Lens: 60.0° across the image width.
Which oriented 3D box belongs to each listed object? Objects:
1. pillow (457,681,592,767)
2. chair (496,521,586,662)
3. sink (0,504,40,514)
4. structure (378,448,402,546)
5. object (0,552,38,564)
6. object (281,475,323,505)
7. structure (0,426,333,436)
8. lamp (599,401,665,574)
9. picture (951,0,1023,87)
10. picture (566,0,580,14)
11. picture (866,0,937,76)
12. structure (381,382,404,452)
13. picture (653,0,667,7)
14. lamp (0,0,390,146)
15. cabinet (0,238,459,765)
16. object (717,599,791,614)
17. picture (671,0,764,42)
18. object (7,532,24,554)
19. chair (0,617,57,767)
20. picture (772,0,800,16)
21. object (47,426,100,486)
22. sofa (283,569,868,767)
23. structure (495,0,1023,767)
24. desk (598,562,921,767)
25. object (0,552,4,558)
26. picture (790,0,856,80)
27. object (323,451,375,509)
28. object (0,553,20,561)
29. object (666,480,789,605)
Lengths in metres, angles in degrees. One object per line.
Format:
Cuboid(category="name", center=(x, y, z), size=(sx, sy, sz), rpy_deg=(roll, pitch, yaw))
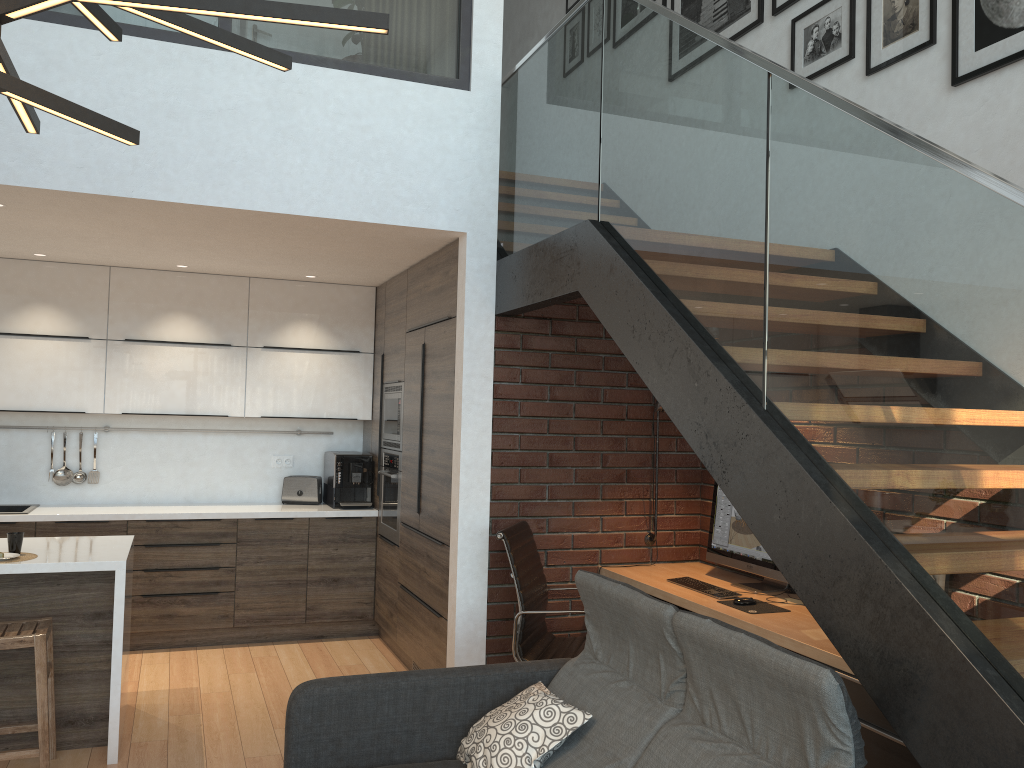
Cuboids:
Cuboid(category="pillow", center=(0.389, 1.024, 1.687), size=(0.386, 0.364, 2.734), rpy_deg=(2, -2, -17))
Cuboid(category="chair", center=(0.268, 1.166, 4.106), size=(0.700, 0.991, 0.651), rpy_deg=(1, -2, 14))
Cuboid(category="sink", center=(-3.293, 0.732, 5.380), size=(0.706, 0.518, 0.512), rpy_deg=(2, -2, -21))
Cuboid(category="structure", center=(-0.587, 0.718, 5.749), size=(0.495, 0.570, 0.595), rpy_deg=(2, -2, -21))
Cuboid(category="object", center=(-2.174, 0.734, 3.744), size=(0.304, 0.002, 0.304), rpy_deg=(1, -2, 11))
Cuboid(category="object", center=(-1.478, 0.747, 6.254), size=(0.260, 0.195, 0.177), rpy_deg=(2, -2, 0))
Cuboid(category="structure", center=(-2.702, 0.300, 5.910), size=(3.000, 0.045, 0.050), rpy_deg=(2, -2, -21))
Cuboid(category="lamp", center=(0.949, 0.685, 4.248), size=(0.462, 2.003, 1.054), rpy_deg=(3, -3, -37))
Cuboid(category="picture", center=(1.962, -1.411, 2.467), size=(0.028, 1.678, 1.785), rpy_deg=(2, -2, -21))
Cuboid(category="picture", center=(0.480, -3.003, 6.560), size=(0.025, 0.410, 0.333), rpy_deg=(2, -2, -21))
Cuboid(category="picture", center=(1.557, -1.512, 3.554), size=(0.022, 0.440, 0.358), rpy_deg=(2, -2, -21))
Cuboid(category="structure", center=(-0.557, 0.219, 5.774), size=(0.459, 0.430, 0.595), rpy_deg=(2, -2, -21))
Cuboid(category="picture", center=(0.817, -2.738, 5.633), size=(0.025, 0.990, 0.654), rpy_deg=(2, -2, -21))
Cuboid(category="lamp", center=(-0.749, -2.276, 1.424), size=(1.200, 3.645, 0.831), rpy_deg=(2, -2, -11))
Cuboid(category="cabinet", center=(-2.270, 0.421, 4.819), size=(3.495, 2.401, 2.401), rpy_deg=(2, -2, -21))
Cuboid(category="object", center=(0.993, 0.916, 3.655), size=(0.200, 0.002, 0.250), rpy_deg=(2, -2, -21))
Cuboid(category="picture", center=(1.102, -2.280, 4.828), size=(0.025, 0.990, 0.871), rpy_deg=(2, -2, -21))
Cuboid(category="object", center=(-2.145, 0.690, 3.827), size=(0.066, 0.093, 0.066), rpy_deg=(0, -3, 42))
Cuboid(category="chair", center=(-2.075, 1.281, 3.553), size=(0.450, 0.600, 0.350), rpy_deg=(2, -2, -23))
Cuboid(category="picture", center=(1.459, -2.130, 3.870), size=(0.025, 0.654, 0.990), rpy_deg=(2, -2, -21))
Cuboid(category="object", center=(-2.882, 0.474, 5.829), size=(0.320, 0.389, 0.069), rpy_deg=(2, -2, -20))
Cuboid(category="sofa", center=(-0.138, 1.057, 1.372), size=(2.108, 0.995, 3.169), rpy_deg=(2, -2, -20))
Cuboid(category="structure", center=(0.988, 0.155, 3.317), size=(1.289, 3.460, 5.660), rpy_deg=(2, -2, -21))
Cuboid(category="desk", center=(1.093, 1.293, 3.619), size=(0.610, 0.750, 2.182), rpy_deg=(2, -2, -21))
Cuboid(category="object", center=(-2.412, 0.700, 3.617), size=(0.597, 0.039, 0.064), rpy_deg=(3, -2, -24))
Cuboid(category="picture", center=(1.395, -1.555, 3.987), size=(0.025, 0.333, 0.410), rpy_deg=(2, -2, -21))
Cuboid(category="object", center=(-1.144, 0.665, 6.223), size=(0.274, 0.378, 0.532), rpy_deg=(2, -2, -21))
Cuboid(category="object", center=(-2.156, 0.725, 3.705), size=(0.176, 0.014, 0.176), rpy_deg=(2, -2, -16))
Cuboid(category="object", center=(1.031, 0.664, 4.016), size=(0.431, 0.535, 0.716), rpy_deg=(2, -2, -21))
